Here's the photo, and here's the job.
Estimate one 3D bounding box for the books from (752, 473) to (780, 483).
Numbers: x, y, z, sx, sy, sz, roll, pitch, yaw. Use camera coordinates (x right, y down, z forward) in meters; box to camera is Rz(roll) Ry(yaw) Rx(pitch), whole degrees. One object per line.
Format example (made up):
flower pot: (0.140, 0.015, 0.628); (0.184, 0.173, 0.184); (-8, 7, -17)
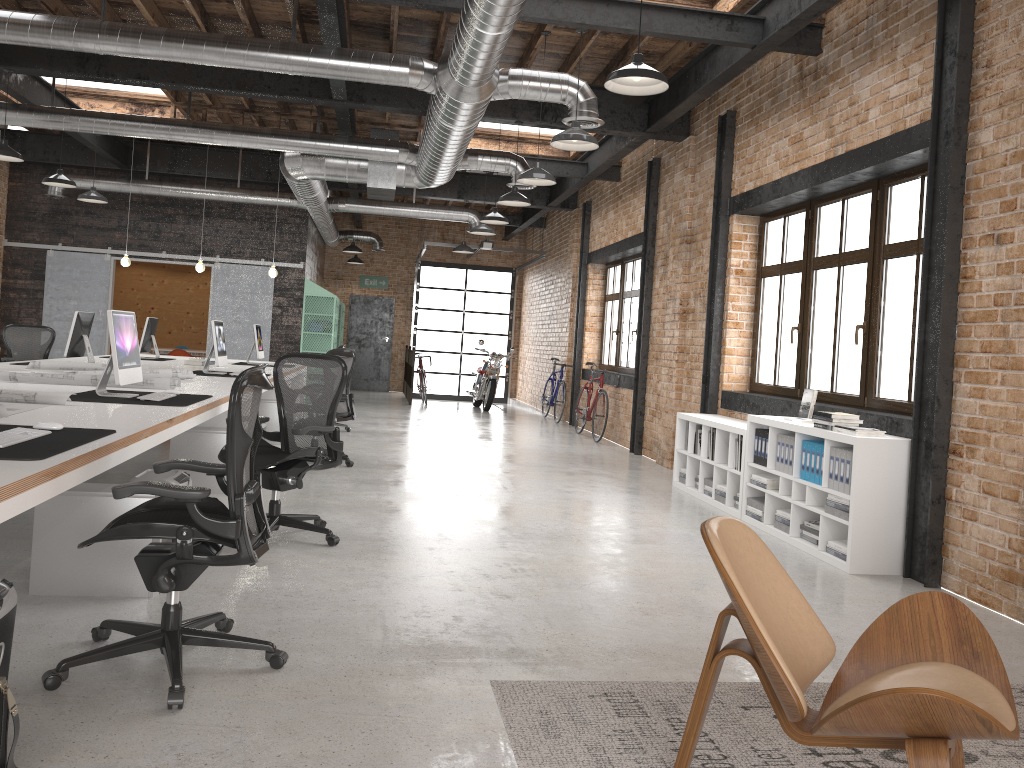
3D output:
books: (1.911, 0.687, 6.487); (0.214, 0.046, 0.252); (3, 2, -9)

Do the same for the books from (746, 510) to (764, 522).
books: (1.881, 0.968, 6.544); (0.206, 0.061, 0.274); (3, 2, -9)

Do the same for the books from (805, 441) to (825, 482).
books: (2.059, 0.514, 5.836); (0.232, 0.261, 0.062); (4, 0, -9)

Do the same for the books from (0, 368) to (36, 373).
books: (-3.735, -0.100, 6.636); (0.244, 0.019, 0.205); (5, 3, 28)

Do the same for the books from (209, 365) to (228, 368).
books: (-3.195, -0.187, 9.438); (0.244, 0.019, 0.205); (5, 3, 28)

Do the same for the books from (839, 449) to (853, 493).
books: (2.125, 0.537, 5.412); (0.232, 0.261, 0.062); (4, 0, -9)

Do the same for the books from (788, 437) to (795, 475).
books: (2.031, 0.500, 6.103); (0.232, 0.261, 0.062); (4, 0, -9)

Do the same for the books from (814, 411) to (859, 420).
books: (2.096, 0.203, 5.718); (0.190, 0.028, 0.240); (3, 2, -7)

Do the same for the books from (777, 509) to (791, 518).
books: (1.978, 0.894, 6.100); (0.214, 0.052, 0.252); (3, 2, -9)

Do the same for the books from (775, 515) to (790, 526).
books: (1.971, 0.937, 6.111); (0.206, 0.067, 0.275); (3, 2, -9)

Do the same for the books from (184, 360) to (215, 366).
books: (-3.068, -0.210, 8.699); (0.193, 0.044, 0.257); (4, 2, 8)

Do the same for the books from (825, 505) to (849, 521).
books: (2.080, 0.785, 5.406); (0.217, 0.072, 0.290); (3, 2, -9)

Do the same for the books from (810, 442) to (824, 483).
books: (2.069, 0.517, 5.772); (0.232, 0.261, 0.062); (4, 0, -9)

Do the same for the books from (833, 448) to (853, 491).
books: (2.115, 0.533, 5.476); (0.232, 0.261, 0.062); (4, 0, -9)

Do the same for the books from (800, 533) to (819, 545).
books: (2.040, 1.014, 5.815); (0.184, 0.049, 0.261); (3, 2, -8)

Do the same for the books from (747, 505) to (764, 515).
books: (1.889, 0.925, 6.533); (0.214, 0.046, 0.252); (3, 2, -9)

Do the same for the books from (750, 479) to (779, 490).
books: (1.904, 0.730, 6.499); (0.206, 0.061, 0.274); (3, 2, -9)

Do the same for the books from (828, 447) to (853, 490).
books: (2.105, 0.530, 5.539); (0.232, 0.261, 0.062); (4, 0, -9)

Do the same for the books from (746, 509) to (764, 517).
books: (1.887, 0.943, 6.537); (0.219, 0.034, 0.260); (3, 2, -9)

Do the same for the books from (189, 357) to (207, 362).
books: (-3.081, -0.242, 8.698); (0.152, 0.030, 0.185); (3, 2, -11)

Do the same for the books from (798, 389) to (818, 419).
books: (2.203, 0.151, 6.593); (0.065, 0.224, 0.161); (4, 1, -9)

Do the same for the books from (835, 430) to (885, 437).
books: (2.131, 0.303, 5.438); (0.187, 0.014, 0.253); (3, 3, -9)

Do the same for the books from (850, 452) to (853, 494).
books: (2.145, 0.544, 5.284); (0.232, 0.261, 0.062); (4, 0, -9)

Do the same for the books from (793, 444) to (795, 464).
books: (2.041, 0.504, 6.038); (0.232, 0.261, 0.062); (4, 0, -9)

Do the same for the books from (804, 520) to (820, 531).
books: (2.061, 0.926, 5.792); (0.198, 0.054, 0.240); (3, 2, -8)

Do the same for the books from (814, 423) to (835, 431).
books: (2.094, 0.279, 5.709); (0.191, 0.032, 0.259); (3, 2, -7)

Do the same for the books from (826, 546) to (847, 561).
books: (2.078, 1.031, 5.398); (0.206, 0.061, 0.274); (3, 2, -9)

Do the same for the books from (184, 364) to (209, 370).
books: (-3.091, -0.164, 8.680); (0.200, 0.050, 0.272); (3, 2, -12)

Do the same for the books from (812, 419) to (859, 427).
books: (2.088, 0.251, 5.716); (0.191, 0.023, 0.242); (3, 3, -11)

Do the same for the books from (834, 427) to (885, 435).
books: (2.132, 0.289, 5.442); (0.187, 0.014, 0.248); (3, 3, -11)

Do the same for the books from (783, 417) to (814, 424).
books: (2.054, 0.259, 6.236); (0.174, 0.021, 0.273); (3, 3, -9)

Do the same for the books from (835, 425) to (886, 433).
books: (2.140, 0.277, 5.441); (0.202, 0.012, 0.251); (3, 3, -8)

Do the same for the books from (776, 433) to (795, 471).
books: (2.002, 0.490, 6.294); (0.232, 0.261, 0.062); (4, 0, -9)

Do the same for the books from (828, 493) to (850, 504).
books: (2.085, 0.691, 5.386); (0.214, 0.052, 0.252); (3, 2, -9)

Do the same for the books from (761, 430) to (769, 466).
books: (1.960, 0.477, 6.523); (0.232, 0.261, 0.062); (4, 0, -9)

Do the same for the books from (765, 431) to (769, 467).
books: (1.970, 0.481, 6.459); (0.232, 0.261, 0.062); (4, 0, -9)

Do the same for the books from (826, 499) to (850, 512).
books: (2.078, 0.734, 5.397); (0.206, 0.067, 0.275); (3, 2, -9)

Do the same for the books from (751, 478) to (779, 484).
books: (1.910, 0.705, 6.492); (0.219, 0.034, 0.260); (3, 2, -9)

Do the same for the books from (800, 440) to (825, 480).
books: (2.050, 0.511, 5.899); (0.232, 0.261, 0.062); (4, 0, -9)

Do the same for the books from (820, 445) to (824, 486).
books: (2.089, 0.524, 5.644); (0.232, 0.261, 0.062); (4, 0, -9)

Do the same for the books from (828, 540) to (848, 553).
books: (2.085, 0.987, 5.386); (0.214, 0.046, 0.252); (3, 2, -9)

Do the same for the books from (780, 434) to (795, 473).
books: (2.011, 0.494, 6.231); (0.232, 0.261, 0.062); (4, 0, -9)

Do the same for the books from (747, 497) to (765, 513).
books: (1.892, 0.888, 6.552); (0.217, 0.078, 0.291); (3, 2, -9)

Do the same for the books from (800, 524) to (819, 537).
books: (2.060, 0.958, 5.817); (0.222, 0.055, 0.282); (3, 2, -8)

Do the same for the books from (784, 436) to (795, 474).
books: (2.021, 0.497, 6.167); (0.232, 0.261, 0.062); (4, 0, -9)

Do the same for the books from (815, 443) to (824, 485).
books: (2.079, 0.521, 5.709); (0.232, 0.261, 0.062); (4, 0, -9)

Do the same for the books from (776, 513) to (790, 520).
books: (1.977, 0.912, 6.104); (0.219, 0.039, 0.260); (3, 2, -9)

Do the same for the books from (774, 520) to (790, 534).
books: (1.973, 0.988, 6.119); (0.217, 0.072, 0.290); (3, 2, -9)

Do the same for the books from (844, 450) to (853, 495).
books: (2.135, 0.540, 5.348); (0.232, 0.261, 0.062); (4, 0, -9)

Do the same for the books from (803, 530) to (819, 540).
books: (2.036, 0.986, 5.801); (0.163, 0.047, 0.239); (3, 2, -8)

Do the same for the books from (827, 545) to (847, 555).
books: (2.084, 1.005, 5.390); (0.219, 0.034, 0.260); (3, 2, -9)

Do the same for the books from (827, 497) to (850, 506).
books: (2.084, 0.709, 5.391); (0.219, 0.039, 0.260); (3, 2, -9)

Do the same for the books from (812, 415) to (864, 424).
books: (2.099, 0.229, 5.709); (0.211, 0.023, 0.259); (3, 3, -9)
